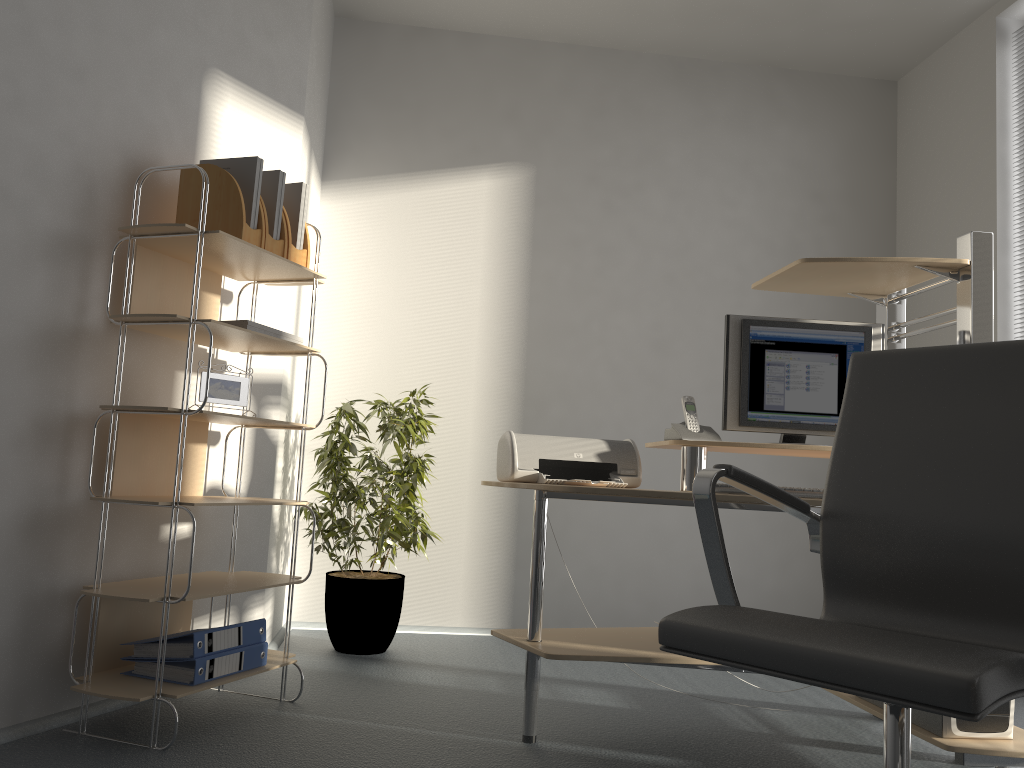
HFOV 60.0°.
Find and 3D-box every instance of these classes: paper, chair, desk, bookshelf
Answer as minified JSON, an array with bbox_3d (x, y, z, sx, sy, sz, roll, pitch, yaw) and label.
[{"bbox_3d":[-0.835,-0.153,2.812,0.213,0.046,0.297,1,-7,20],"label":"paper"},{"bbox_3d":[-0.788,-0.517,2.957,0.213,0.297,0.045,0,-7,24],"label":"paper"},{"bbox_3d":[-0.837,-0.532,2.844,0.213,0.297,0.045,1,-7,21],"label":"paper"},{"bbox_3d":[0.637,0.410,1.451,0.652,1.048,0.584,8,-8,-41],"label":"chair"},{"bbox_3d":[0.686,0.275,2.590,1.469,1.566,0.967,4,-6,-7],"label":"desk"},{"bbox_3d":[-0.900,0.200,2.689,0.381,1.572,0.724,1,-7,20],"label":"bookshelf"},{"bbox_3d":[-0.878,-0.546,2.727,0.213,0.297,0.045,1,-6,18],"label":"paper"}]

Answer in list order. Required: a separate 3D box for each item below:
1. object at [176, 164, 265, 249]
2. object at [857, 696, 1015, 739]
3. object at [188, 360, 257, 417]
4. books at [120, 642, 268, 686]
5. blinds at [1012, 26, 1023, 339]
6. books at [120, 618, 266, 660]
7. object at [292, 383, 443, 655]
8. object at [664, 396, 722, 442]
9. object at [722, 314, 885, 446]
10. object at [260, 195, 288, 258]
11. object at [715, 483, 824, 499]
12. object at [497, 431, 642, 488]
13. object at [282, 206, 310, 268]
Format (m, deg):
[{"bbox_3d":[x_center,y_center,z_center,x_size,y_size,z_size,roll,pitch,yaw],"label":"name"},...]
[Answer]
[{"bbox_3d":[-0.884,-0.529,2.706,0.243,0.259,0.113,1,-6,18],"label":"object"},{"bbox_3d":[1.193,0.732,2.530,0.199,0.422,0.471,4,-6,-7],"label":"object"},{"bbox_3d":[-0.873,0.020,2.693,0.077,0.161,0.192,-2,-8,39],"label":"object"},{"bbox_3d":[-0.925,0.804,2.607,0.262,0.072,0.320,1,-7,21],"label":"books"},{"bbox_3d":[2.304,-0.306,2.864,0.037,2.749,1.950,4,-6,-7],"label":"blinds"},{"bbox_3d":[-0.931,0.749,2.616,0.263,0.100,0.320,1,-7,21],"label":"books"},{"bbox_3d":[-0.573,0.551,3.758,0.544,1.147,0.644,1,-7,22],"label":"object"},{"bbox_3d":[0.579,0.111,2.842,0.150,0.151,0.119,5,-7,-21],"label":"object"},{"bbox_3d":[0.950,0.005,2.923,0.516,0.418,0.245,2,-6,8],"label":"object"},{"bbox_3d":[-0.844,-0.515,2.822,0.243,0.259,0.113,1,-7,21],"label":"object"},{"bbox_3d":[0.759,0.351,2.694,0.478,0.082,0.814,3,-6,1],"label":"object"},{"bbox_3d":[0.203,0.237,2.777,0.438,0.162,0.351,5,-6,-15],"label":"object"},{"bbox_3d":[-0.796,-0.500,2.936,0.243,0.259,0.113,0,-7,24],"label":"object"}]
